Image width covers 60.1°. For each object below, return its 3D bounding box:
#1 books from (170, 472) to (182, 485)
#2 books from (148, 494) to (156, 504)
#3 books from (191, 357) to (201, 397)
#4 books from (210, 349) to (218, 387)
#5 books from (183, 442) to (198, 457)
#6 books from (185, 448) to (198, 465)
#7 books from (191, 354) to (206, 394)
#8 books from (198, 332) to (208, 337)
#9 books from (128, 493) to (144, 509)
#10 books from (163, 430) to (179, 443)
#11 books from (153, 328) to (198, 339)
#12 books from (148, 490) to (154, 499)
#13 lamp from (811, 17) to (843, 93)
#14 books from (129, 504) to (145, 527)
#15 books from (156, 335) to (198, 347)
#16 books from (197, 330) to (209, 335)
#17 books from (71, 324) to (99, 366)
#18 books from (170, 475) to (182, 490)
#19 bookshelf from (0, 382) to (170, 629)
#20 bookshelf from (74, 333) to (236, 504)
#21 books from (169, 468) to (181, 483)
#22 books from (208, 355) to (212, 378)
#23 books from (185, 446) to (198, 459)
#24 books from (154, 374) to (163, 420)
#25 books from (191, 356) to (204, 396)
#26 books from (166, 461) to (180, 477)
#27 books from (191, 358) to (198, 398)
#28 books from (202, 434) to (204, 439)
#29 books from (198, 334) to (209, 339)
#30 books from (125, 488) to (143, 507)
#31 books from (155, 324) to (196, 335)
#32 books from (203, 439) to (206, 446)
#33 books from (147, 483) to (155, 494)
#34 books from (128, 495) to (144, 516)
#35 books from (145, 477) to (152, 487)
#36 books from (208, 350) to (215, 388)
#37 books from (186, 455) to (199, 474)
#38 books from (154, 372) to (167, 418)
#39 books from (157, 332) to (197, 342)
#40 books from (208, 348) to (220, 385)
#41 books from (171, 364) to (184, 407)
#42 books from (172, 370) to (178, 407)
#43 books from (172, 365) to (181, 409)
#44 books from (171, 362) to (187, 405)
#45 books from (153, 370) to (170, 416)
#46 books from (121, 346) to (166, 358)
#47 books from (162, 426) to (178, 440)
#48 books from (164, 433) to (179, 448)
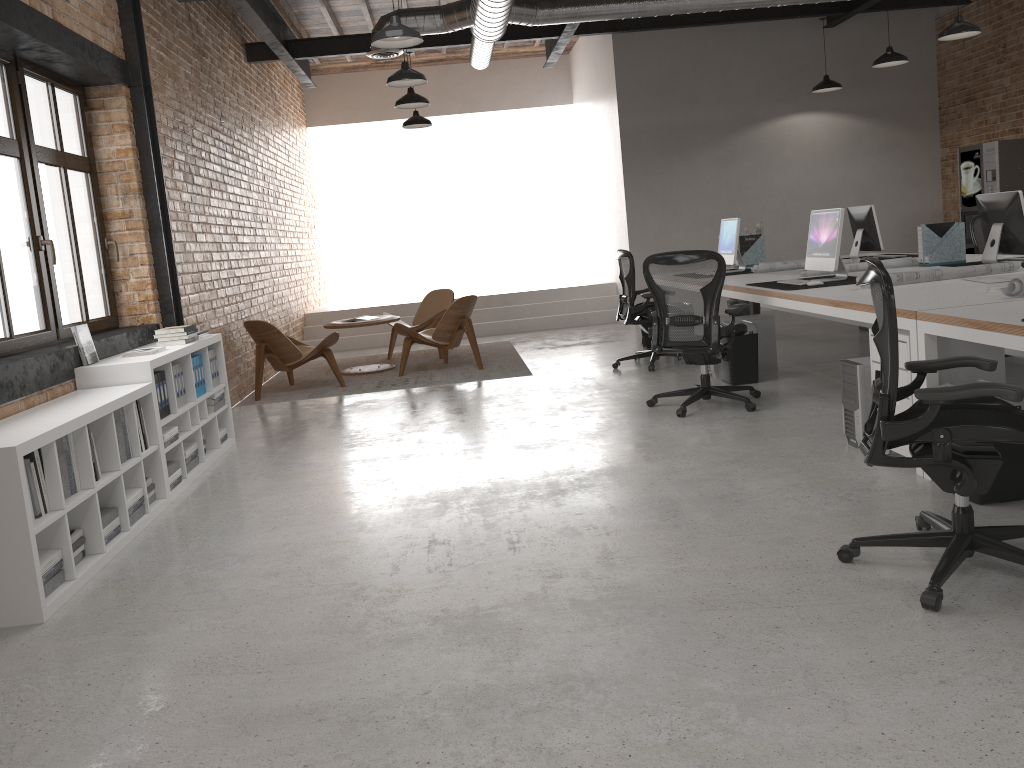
[{"bbox_3d":[-2.028,0.546,5.039,0.219,0.034,0.261,-6,9,-3],"label":"books"},{"bbox_3d":[-2.024,0.629,4.717,0.184,0.049,0.263,-6,9,-3],"label":"books"},{"bbox_3d":[-2.163,-0.033,5.760,0.232,0.260,0.062,-6,7,-4],"label":"books"},{"bbox_3d":[-2.195,-0.100,6.185,0.232,0.260,0.062,-6,7,-4],"label":"books"},{"bbox_3d":[-2.087,0.406,5.471,0.214,0.051,0.254,-6,9,-3],"label":"books"},{"bbox_3d":[-2.079,0.452,5.465,0.207,0.066,0.277,-6,9,-3],"label":"books"},{"bbox_3d":[-2.173,-0.054,5.889,0.232,0.260,0.062,-6,7,-4],"label":"books"},{"bbox_3d":[-2.208,-0.328,6.065,0.187,0.014,0.249,-6,9,-5],"label":"books"},{"bbox_3d":[-1.987,0.587,4.416,0.219,0.039,0.262,-6,9,-3],"label":"books"},{"bbox_3d":[-2.055,0.302,5.059,0.219,0.034,0.261,-6,9,-3],"label":"books"},{"bbox_3d":[-2.197,-0.331,5.793,0.212,0.022,0.260,-6,9,-3],"label":"books"},{"bbox_3d":[-2.020,0.597,4.728,0.164,0.047,0.240,-6,9,-3],"label":"books"},{"bbox_3d":[3.819,-4.020,10.806,0.363,0.851,0.363,-9,8,-26],"label":"lamp"},{"bbox_3d":[-1.982,0.666,4.409,0.217,0.071,0.291,-6,9,-3],"label":"books"},{"bbox_3d":[-2.190,-0.282,5.799,0.191,0.032,0.260,-6,9,-1],"label":"books"},{"bbox_3d":[-2.216,-0.340,6.065,0.202,0.011,0.253,-6,9,-2],"label":"books"},{"bbox_3d":[-2.371,-0.219,4.922,0.065,0.222,0.162,-6,7,-3],"label":"books"},{"bbox_3d":[-2.022,0.572,5.034,0.207,0.061,0.276,-6,9,-3],"label":"books"},{"bbox_3d":[-2.051,0.468,4.052,0.400,0.680,1.553,-6,9,-3],"label":"bookshelf"},{"bbox_3d":[-2.177,0.171,5.586,0.400,0.795,1.553,-6,9,-3],"label":"bookshelf"},{"bbox_3d":[-2.029,0.527,5.041,0.214,0.046,0.253,-6,9,-3],"label":"books"},{"bbox_3d":[-2.186,-0.080,6.057,0.232,0.260,0.062,-6,7,-4],"label":"books"},{"bbox_3d":[-2.085,0.425,5.469,0.219,0.039,0.262,-6,9,-3],"label":"books"},{"bbox_3d":[-2.114,0.085,5.007,0.232,0.260,0.062,-6,7,-4],"label":"books"},{"bbox_3d":[-2.168,-0.043,5.824,0.232,0.260,0.062,-6,7,-4],"label":"books"},{"bbox_3d":[-2.036,0.495,5.018,0.217,0.077,0.293,-6,9,-3],"label":"books"},{"bbox_3d":[-2.159,-0.023,5.696,0.232,0.260,0.062,-6,7,-4],"label":"books"},{"bbox_3d":[-2.144,0.375,5.785,0.199,0.054,0.241,-6,9,-3],"label":"books"},{"bbox_3d":[-2.206,-0.315,6.071,0.187,0.014,0.254,-6,9,-3],"label":"books"},{"bbox_3d":[-1.989,0.569,4.418,0.214,0.051,0.254,-6,9,-3],"label":"books"},{"bbox_3d":[-2.196,-0.355,5.781,0.191,0.028,0.241,-6,9,-1],"label":"books"},{"bbox_3d":[-2.144,0.411,5.764,0.222,0.055,0.284,-6,9,-3],"label":"books"},{"bbox_3d":[-2.046,0.574,4.711,0.222,0.055,0.284,-6,9,-3],"label":"books"},{"bbox_3d":[-1.981,0.614,4.412,0.207,0.066,0.277,-6,9,-3],"label":"books"},{"bbox_3d":[-2.046,0.537,4.732,0.199,0.054,0.241,-6,9,-3],"label":"books"},{"bbox_3d":[-2.190,-0.090,6.121,0.232,0.260,0.062,-6,7,-4],"label":"books"},{"bbox_3d":[-2.080,0.504,5.462,0.217,0.071,0.291,-6,9,-3],"label":"books"},{"bbox_3d":[-2.119,0.075,5.072,0.232,0.260,0.062,-6,7,-4],"label":"books"},{"bbox_3d":[-2.186,-0.308,5.788,0.191,0.022,0.243,-6,9,-5],"label":"books"},{"bbox_3d":[-2.200,-0.110,6.250,0.232,0.260,0.062,-6,7,-4],"label":"books"},{"bbox_3d":[-2.152,0.019,5.430,0.232,0.260,0.062,-6,7,-4],"label":"books"},{"bbox_3d":[-2.142,0.039,5.301,0.232,0.260,0.062,-6,7,-4],"label":"books"},{"bbox_3d":[-2.147,0.029,5.365,0.232,0.260,0.062,-6,7,-4],"label":"books"},{"bbox_3d":[-2.156,0.009,5.494,0.232,0.260,0.062,-6,7,-4],"label":"books"},{"bbox_3d":[-2.123,0.065,5.136,0.232,0.260,0.062,-6,7,-4],"label":"books"},{"bbox_3d":[-2.192,-0.191,5.273,0.174,0.021,0.275,-6,9,-3],"label":"books"},{"bbox_3d":[-2.056,0.283,5.062,0.214,0.046,0.253,-6,9,-3],"label":"books"},{"bbox_3d":[-2.048,0.328,5.054,0.207,0.061,0.276,-6,9,-3],"label":"books"}]
